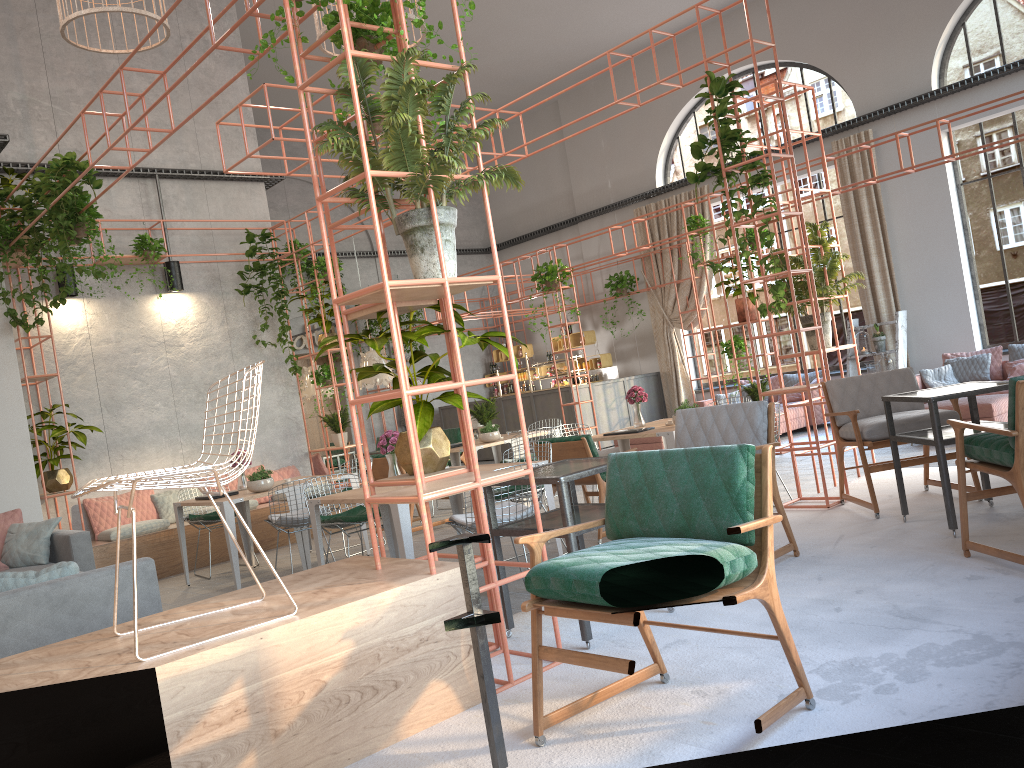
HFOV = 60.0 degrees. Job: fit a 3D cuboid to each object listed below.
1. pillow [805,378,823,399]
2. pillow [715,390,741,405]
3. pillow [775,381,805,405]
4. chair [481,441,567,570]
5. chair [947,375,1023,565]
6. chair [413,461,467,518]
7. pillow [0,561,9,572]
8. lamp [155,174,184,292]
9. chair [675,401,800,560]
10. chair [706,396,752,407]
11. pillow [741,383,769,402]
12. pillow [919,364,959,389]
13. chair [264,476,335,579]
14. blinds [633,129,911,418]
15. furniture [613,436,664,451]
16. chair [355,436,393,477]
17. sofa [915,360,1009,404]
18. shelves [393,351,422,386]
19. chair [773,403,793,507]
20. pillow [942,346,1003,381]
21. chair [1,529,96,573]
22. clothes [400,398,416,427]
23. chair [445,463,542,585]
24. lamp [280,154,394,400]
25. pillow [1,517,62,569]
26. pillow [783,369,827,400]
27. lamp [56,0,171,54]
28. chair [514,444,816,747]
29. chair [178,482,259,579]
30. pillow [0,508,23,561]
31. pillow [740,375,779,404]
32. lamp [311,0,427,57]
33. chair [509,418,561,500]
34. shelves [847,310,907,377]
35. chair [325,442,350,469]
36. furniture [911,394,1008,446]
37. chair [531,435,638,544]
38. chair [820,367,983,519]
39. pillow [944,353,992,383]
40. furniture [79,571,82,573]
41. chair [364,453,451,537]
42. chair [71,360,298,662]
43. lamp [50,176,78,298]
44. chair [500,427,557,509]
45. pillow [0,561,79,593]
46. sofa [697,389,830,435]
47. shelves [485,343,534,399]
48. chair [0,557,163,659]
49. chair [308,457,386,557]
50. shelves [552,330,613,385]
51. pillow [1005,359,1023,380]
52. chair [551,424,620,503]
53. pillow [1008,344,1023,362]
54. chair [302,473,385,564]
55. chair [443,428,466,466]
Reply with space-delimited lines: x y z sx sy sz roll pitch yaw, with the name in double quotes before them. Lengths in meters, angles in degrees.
"pillow" 4.820 0.087 14.169 0.308 0.349 0.495 -9 0 8
"pillow" 3.765 0.296 15.204 0.500 0.324 0.307 -9 0 -6
"pillow" 4.568 0.148 14.543 0.479 0.317 0.441 -9 0 30
"chair" 0.041 0.987 7.245 0.565 0.941 0.717 -9 0 45
"chair" 2.605 0.376 4.219 0.722 0.917 0.685 -9 0 -2
"chair" -1.013 1.167 11.189 0.565 0.941 0.717 -9 0 -40
"pillow" -4.303 1.382 6.943 0.441 0.317 0.479 -9 0 30
"lamp" -4.186 -1.833 10.748 0.179 1.425 0.185 -9 0 -42
"chair" 1.130 0.614 5.150 0.685 0.929 0.722 -9 0 -42
"chair" 2.169 0.641 9.095 0.565 0.941 0.717 -9 0 45
"pillow" 4.133 0.185 15.227 0.289 0.385 0.666 -9 0 -41
"pillow" 6.080 -0.089 12.561 0.500 0.324 0.307 -9 0 -6
"chair" -1.875 1.302 7.932 0.565 0.941 0.717 -9 0 -25
"blinds" 4.330 -1.578 15.702 0.414 4.389 4.957 -9 0 -40
"furniture" 2.234 0.891 13.694 0.941 0.446 0.976 -9 0 -42
"chair" -2.265 1.391 15.251 0.685 0.930 0.722 -9 0 -42
"sofa" 6.277 0.114 11.749 1.960 0.672 2.219 -9 0 -41
"shelves" -2.237 -0.314 19.157 0.560 0.790 0.186 -9 0 -41
"chair" 2.045 0.659 7.736 0.565 0.941 0.717 -9 0 -25
"pillow" 6.563 -0.251 12.674 0.276 0.474 0.839 -9 0 -41
"chair" -4.007 1.584 6.988 1.127 0.672 1.052 -9 0 -42
"clothes" -2.102 0.793 19.116 0.366 0.997 0.625 -9 0 29
"chair" -0.084 1.005 5.886 0.565 0.941 0.717 -9 0 -25
"lamp" -3.515 -1.715 14.661 0.704 4.052 4.456 -9 0 -42
"pillow" -3.937 1.303 7.202 0.495 0.349 0.308 -9 0 8
"pillow" 4.833 0.039 14.632 0.273 0.476 0.836 -9 0 -41
"lamp" -3.724 -4.767 7.727 0.883 3.476 0.883 -9 0 11
"chair" 0.492 0.715 3.019 0.685 0.929 0.722 -9 0 -42
"chair" -3.097 1.506 9.315 0.565 0.941 0.717 -9 0 -40
"pillow" -4.402 1.332 7.222 0.836 0.476 0.273 -9 0 -41
"pillow" 4.248 0.134 15.317 0.276 0.474 0.839 -9 0 -41
"lamp" -1.408 -4.504 7.172 0.883 3.476 0.883 -9 0 11
"chair" 0.333 0.946 11.165 0.565 0.941 0.717 -9 0 45
"shelves" 5.638 -0.250 13.721 0.856 1.618 0.842 -9 0 -42
"chair" -3.400 1.580 16.547 0.685 0.930 0.722 -9 0 -42
"furniture" 5.247 0.390 10.254 0.941 0.446 0.976 -9 0 -42
"chair" 0.697 0.885 7.874 0.685 0.917 0.722 -9 0 -42
"chair" 2.647 0.374 6.128 0.722 0.914 0.685 -9 0 -2
"pillow" 6.448 -0.200 12.584 0.289 0.385 0.666 -9 0 -41
"furniture" -3.194 1.563 5.918 0.941 0.446 0.975 -9 0 -42
"chair" -1.139 1.190 9.945 0.685 0.917 0.722 -9 0 -42
"chair" -1.194 0.427 3.226 0.717 0.941 0.565 -9 0 -33
"lamp" -5.078 -1.688 9.946 0.179 1.425 0.185 -9 0 -42
"chair" 0.209 0.964 9.806 0.565 0.941 0.717 -9 0 -25
"pillow" -2.454 1.089 4.612 0.499 0.324 0.307 -9 0 -6
"sofa" 3.962 0.498 14.393 1.960 0.672 2.219 -9 0 -41
"shelves" 0.121 0.077 19.987 0.328 1.838 1.750 -9 0 -42
"chair" -2.560 1.299 4.715 1.056 0.586 1.127 -9 0 -42
"chair" -1.751 1.285 9.290 0.565 0.941 0.717 -9 0 45
"shelves" 1.379 -0.132 18.551 0.328 1.838 1.750 -9 0 -42
"pillow" 6.884 -0.237 11.899 0.479 0.317 0.441 -9 0 30
"chair" 0.823 0.862 9.119 0.565 0.941 0.717 -9 0 -40
"pillow" 7.148 -0.346 11.988 0.273 0.476 0.836 -9 0 -41
"chair" -1.306 1.208 7.269 0.565 0.941 0.717 -9 0 -40
"chair" -1.105 1.198 13.927 0.685 0.929 0.722 -9 0 -42
